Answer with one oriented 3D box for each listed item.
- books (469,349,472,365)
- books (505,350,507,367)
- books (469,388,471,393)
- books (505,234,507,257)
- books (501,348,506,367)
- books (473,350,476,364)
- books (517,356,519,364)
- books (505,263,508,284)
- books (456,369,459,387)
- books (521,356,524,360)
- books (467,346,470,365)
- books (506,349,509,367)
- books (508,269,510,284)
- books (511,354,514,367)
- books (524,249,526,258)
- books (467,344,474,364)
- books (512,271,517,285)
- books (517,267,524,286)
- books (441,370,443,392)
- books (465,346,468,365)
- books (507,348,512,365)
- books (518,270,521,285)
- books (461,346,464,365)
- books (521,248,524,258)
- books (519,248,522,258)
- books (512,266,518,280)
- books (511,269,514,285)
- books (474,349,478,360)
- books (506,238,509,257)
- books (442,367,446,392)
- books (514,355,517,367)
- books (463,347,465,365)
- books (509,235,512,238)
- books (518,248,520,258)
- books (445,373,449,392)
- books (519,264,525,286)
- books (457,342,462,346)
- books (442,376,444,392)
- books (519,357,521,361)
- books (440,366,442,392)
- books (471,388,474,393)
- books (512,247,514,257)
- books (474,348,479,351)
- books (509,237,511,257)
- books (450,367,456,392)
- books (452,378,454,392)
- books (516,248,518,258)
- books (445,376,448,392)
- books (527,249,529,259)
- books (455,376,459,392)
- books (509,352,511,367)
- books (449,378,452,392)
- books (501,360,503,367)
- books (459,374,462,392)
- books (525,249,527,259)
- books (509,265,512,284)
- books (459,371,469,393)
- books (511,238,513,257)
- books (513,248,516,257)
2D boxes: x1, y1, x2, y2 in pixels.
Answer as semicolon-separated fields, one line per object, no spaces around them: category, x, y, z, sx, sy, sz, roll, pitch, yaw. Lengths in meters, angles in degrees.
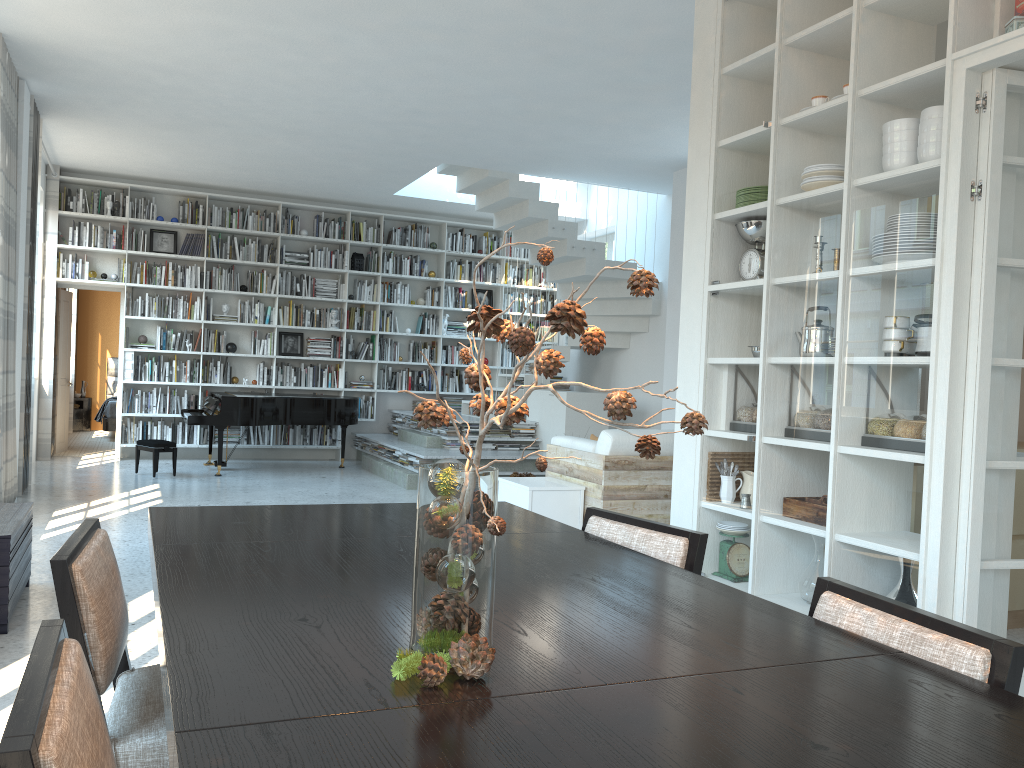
books;-0.581;-0.372;11.860;0.023;0.244;0.189;2;1;-23
books;-0.109;-0.349;12.078;0.037;0.236;0.153;2;1;-23
books;-0.588;-0.028;11.881;0.025;0.287;0.160;2;1;-23
books;-0.109;-1.859;12.006;0.011;0.313;0.172;2;1;-23
books;-0.133;-0.358;12.059;0.024;0.252;0.175;2;1;-23
books;-0.527;-0.349;11.892;0.030;0.201;0.189;2;1;-23
books;0.046;-0.325;12.156;0.027;0.201;0.164;2;1;-23
books;-0.094;-1.481;11.949;0.010;0.294;0.183;2;1;-23
books;-0.736;-0.043;11.844;0.010;0.304;0.131;2;1;-23
books;0.125;-0.324;12.171;0.021;0.205;0.174;2;1;-23
books;-0.606;-0.379;11.876;0.012;0.254;0.161;2;1;-23
books;-0.082;-0.351;12.091;0.022;0.242;0.151;2;1;-23
books;-0.081;-1.436;11.957;0.024;0.205;0.165;2;1;-23
books;-0.015;-0.332;12.128;0.025;0.208;0.149;2;1;-23
books;0.143;-1.817;12.140;0.027;0.250;0.154;2;1;-23
books;-0.559;-0.395;11.873;0.026;0.290;0.181;2;1;-23
books;0.011;-1.426;11.993;0.024;0.193;0.189;2;1;-23
books;0.111;-1.452;12.039;0.023;0.254;0.189;2;1;-23
books;-0.953;-0.043;11.738;0.015;0.287;0.138;2;1;-23
books;-0.632;-0.377;11.838;0.014;0.249;0.177;2;1;-23
books;-0.039;-0.362;12.124;0.024;0.267;0.133;2;1;-23
books;0.081;-1.432;12.047;0.025;0.211;0.134;2;1;-23
books;-0.687;-0.386;11.810;0.012;0.262;0.186;2;1;-23
books;0.111;-1.826;12.117;0.029;0.264;0.179;2;1;-23
books;0.087;-1.824;12.106;0.022;0.259;0.163;2;1;-23
books;0.028;-1.460;12.016;0.023;0.263;0.158;2;1;-23
books;-0.024;-1.443;11.984;0.049;0.224;0.161;2;1;-23
books;-0.502;-0.357;11.919;0.037;0.218;0.139;2;1;-23
books;-0.091;-1.839;12.029;0.022;0.275;0.160;2;1;-23
books;-0.914;-0.062;11.765;0.013;0.327;0.130;2;1;-23
books;0.020;-0.350;12.114;0.027;0.248;0.184;2;1;-23
books;-0.658;-0.377;11.848;0.026;0.246;0.165;2;1;-23
books;-0.010;-1.864;12.072;0.014;0.331;0.142;2;1;-23
books;0.064;-1.833;12.101;0.027;0.275;0.148;2;1;-23
books;-0.874;-0.018;11.761;0.015;0.243;0.156;2;1;-23
books;0.131;-1.473;12.052;0.022;0.296;0.152;2;1;-23
books;-0.704;-0.405;11.820;0.013;0.299;0.147;2;1;-23
books;-0.937;-0.006;11.758;0.033;0.213;0.140;2;1;-23
books;0.080;-0.339;12.164;0.014;0.230;0.172;2;1;-23
books;-0.964;-0.069;11.729;0.014;0.337;0.132;2;1;-23
books;-0.552;-0.020;11.907;0.062;0.274;0.148;2;1;-23
books;-0.020;-1.813;12.046;0.022;0.229;0.174;2;1;-23
books;-0.470;-0.364;11.923;0.025;0.235;0.181;2;1;-23
books;-0.050;-1.843;12.042;0.013;0.286;0.150;2;1;-23
books;-0.786;-0.059;11.799;0.014;0.333;0.168;2;1;-23
books;-0.808;0.014;11.796;0.024;0.185;0.149;2;1;-23
books;0.038;-1.850;12.078;0.012;0.306;0.184;2;1;-23
books;-0.895;-0.004;11.764;0.023;0.214;0.163;2;1;-23
books;0.205;-1.794;12.162;0.026;0.208;0.163;2;1;-23
books;-0.758;0.000;11.813;0.052;0.217;0.184;2;1;-23
books;-0.057;-0.330;12.097;0.029;0.201;0.172;2;1;-23
books;-0.836;0.011;11.791;0.030;0.188;0.140;2;1;-23
books;-0.189;-0.372;12.051;0.085;0.278;0.159;2;1;-23
books;-0.712;-0.009;11.836;0.031;0.239;0.171;2;1;-23
books;0.170;-1.809;12.143;0.025;0.237;0.143;2;1;-23
books;-0.053;-1.463;11.959;0.026;0.263;0.189;2;1;-23
books;-0.646;-0.032;11.818;0.075;0.291;0.255;2;1;-23
books;-0.033;-1.834;12.035;0.012;0.269;0.184;2;1;-23
books;0.010;-1.819;12.067;0.023;0.244;0.182;2;1;-23
